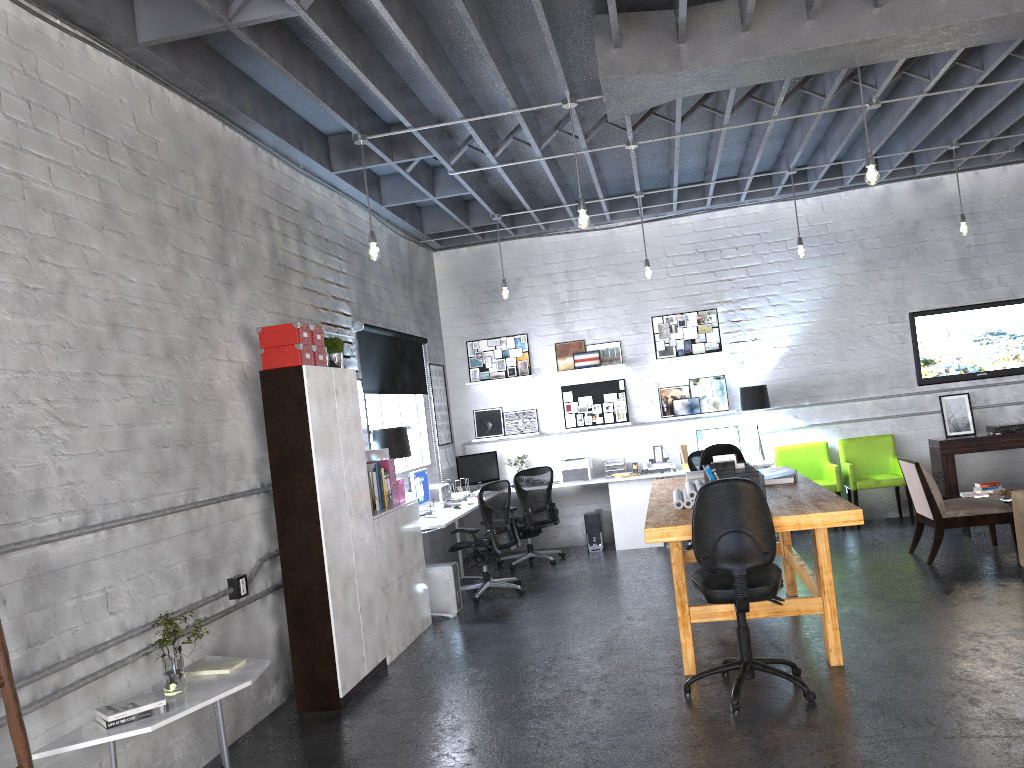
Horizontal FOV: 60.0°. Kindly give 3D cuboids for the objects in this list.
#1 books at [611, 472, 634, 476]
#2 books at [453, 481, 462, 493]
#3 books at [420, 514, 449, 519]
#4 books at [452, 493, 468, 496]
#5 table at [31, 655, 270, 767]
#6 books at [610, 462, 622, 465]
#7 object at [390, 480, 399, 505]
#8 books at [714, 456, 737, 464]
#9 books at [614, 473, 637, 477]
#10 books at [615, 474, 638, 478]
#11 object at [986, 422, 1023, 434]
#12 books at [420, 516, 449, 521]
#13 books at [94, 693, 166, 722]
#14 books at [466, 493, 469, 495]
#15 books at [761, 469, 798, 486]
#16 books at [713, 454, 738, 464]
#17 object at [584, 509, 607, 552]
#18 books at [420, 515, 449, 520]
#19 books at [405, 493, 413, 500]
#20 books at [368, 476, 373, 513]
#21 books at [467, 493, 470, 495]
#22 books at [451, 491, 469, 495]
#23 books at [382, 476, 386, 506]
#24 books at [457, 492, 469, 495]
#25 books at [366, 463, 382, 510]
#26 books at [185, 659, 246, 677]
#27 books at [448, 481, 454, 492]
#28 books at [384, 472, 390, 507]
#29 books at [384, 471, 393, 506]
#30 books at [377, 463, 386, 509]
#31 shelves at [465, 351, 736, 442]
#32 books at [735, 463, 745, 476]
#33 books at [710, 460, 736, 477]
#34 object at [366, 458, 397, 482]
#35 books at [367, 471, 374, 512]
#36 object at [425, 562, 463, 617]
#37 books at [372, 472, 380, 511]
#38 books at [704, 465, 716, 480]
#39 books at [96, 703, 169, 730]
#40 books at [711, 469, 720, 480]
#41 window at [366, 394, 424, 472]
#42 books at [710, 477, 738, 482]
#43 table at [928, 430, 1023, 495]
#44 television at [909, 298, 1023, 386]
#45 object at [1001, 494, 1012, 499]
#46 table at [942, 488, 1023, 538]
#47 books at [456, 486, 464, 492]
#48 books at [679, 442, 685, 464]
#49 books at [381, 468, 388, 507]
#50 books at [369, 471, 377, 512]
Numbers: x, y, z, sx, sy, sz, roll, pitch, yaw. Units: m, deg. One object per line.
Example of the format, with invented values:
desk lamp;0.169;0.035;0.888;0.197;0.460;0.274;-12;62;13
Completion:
books;1.219;0.992;9.777;0.211;0.014;0.148;-8;-2;25
books;-0.603;1.144;9.829;0.017;0.121;0.183;-7;-2;25
books;-0.677;1.149;7.711;0.212;0.010;0.170;-8;-2;36
books;-0.616;1.185;9.505;0.297;0.006;0.210;-7;-2;12
table;-1.454;1.664;3.997;0.517;0.532;1.336;-7;-2;10
books;1.177;0.905;10.120;0.134;0.008;0.203;-6;-2;-7
object;-1.027;0.868;7.013;0.214;0.177;0.161;-7;-1;10
books;1.557;0.630;6.440;0.158;0.200;0.082;-7;-1;10
books;1.246;1.003;9.775;0.211;0.014;0.148;-6;-2;-15
books;1.266;1.015;9.784;0.211;0.014;0.148;-6;-2;-26
object;5.253;0.468;9.367;0.371;0.082;0.266;-7;-2;10
books;-0.677;1.172;7.704;0.213;0.012;0.158;-8;-2;35
books;-1.612;1.363;3.742;0.234;0.022;0.185;-5;-3;-42
books;-0.617;1.191;9.505;0.297;0.006;0.210;-7;-2;10
books;1.869;0.654;6.213;0.244;0.067;0.298;-7;-2;19
books;1.565;0.624;6.471;0.171;0.210;0.046;-7;-1;10
object;0.944;1.652;10.034;0.180;0.411;0.476;-7;-2;10
books;-0.681;1.160;7.707;0.209;0.012;0.158;-8;-2;33
books;-0.953;1.089;7.831;0.172;0.243;0.026;-7;-1;10
books;-1.101;0.810;6.447;0.161;0.266;0.027;-7;-1;10
books;-0.619;1.196;9.506;0.297;0.006;0.210;-7;-2;9
books;-0.618;1.175;9.510;0.297;0.006;0.210;-7;-2;10
books;-1.052;0.815;6.746;0.161;0.266;0.026;-7;-1;10
books;-0.618;1.180;9.505;0.297;0.006;0.210;-7;-2;9
books;-1.081;0.774;6.642;0.176;0.346;0.053;-7;-1;10
books;-1.465;1.399;4.374;0.248;0.021;0.176;-7;-2;9
books;-0.662;1.144;9.872;0.052;0.109;0.133;-7;-2;25
books;-1.066;0.821;6.828;0.219;0.267;0.060;-7;-1;15
books;-1.055;0.820;6.888;0.220;0.271;0.082;-7;-1;10
books;-1.074;0.779;6.702;0.197;0.339;0.065;-7;-1;10
shelves;0.990;0.156;10.226;3.025;0.694;0.199;-7;-1;10
books;1.490;0.627;5.936;0.143;0.188;0.061;-7;-1;10
books;1.416;0.621;5.918;0.158;0.214;0.063;-7;-1;10
object;-1.048;0.693;7.016;0.214;0.177;0.161;-7;-1;10
books;-1.106;0.796;6.474;0.159;0.298;0.026;-7;-1;10
object;-0.694;1.759;7.567;0.478;0.411;0.200;-7;-1;10
books;-1.085;0.802;6.565;0.174;0.286;0.045;-7;-1;10
books;1.249;0.614;5.443;0.108;0.234;0.166;-7;-1;10
books;-1.606;1.389;3.751;0.250;0.031;0.185;-5;-2;-38
books;1.280;0.622;5.423;0.097;0.209;0.157;-7;-1;10
window;-1.179;0.239;8.591;0.030;1.219;1.822;-7;-2;10
books;1.423;0.632;5.736;0.232;0.027;0.185;-6;-2;-18
table;5.254;0.922;9.379;1.410;0.819;0.403;-7;-1;10
television;5.029;-0.456;9.581;1.324;0.816;0.021;-7;-1;10
object;4.650;1.050;8.307;0.137;0.031;0.137;-8;-2;36
table;4.696;1.217;8.467;0.873;0.300;0.873;-7;-2;13
books;-0.576;1.172;9.828;0.037;0.076;0.102;-7;-2;25
books;1.914;0.802;9.962;0.043;0.296;0.210;-7;-1;10
books;-1.045;0.799;6.772;0.159;0.298;0.026;-7;-1;10
books;-1.097;0.798;6.515;0.170;0.293;0.057;-7;-1;10
